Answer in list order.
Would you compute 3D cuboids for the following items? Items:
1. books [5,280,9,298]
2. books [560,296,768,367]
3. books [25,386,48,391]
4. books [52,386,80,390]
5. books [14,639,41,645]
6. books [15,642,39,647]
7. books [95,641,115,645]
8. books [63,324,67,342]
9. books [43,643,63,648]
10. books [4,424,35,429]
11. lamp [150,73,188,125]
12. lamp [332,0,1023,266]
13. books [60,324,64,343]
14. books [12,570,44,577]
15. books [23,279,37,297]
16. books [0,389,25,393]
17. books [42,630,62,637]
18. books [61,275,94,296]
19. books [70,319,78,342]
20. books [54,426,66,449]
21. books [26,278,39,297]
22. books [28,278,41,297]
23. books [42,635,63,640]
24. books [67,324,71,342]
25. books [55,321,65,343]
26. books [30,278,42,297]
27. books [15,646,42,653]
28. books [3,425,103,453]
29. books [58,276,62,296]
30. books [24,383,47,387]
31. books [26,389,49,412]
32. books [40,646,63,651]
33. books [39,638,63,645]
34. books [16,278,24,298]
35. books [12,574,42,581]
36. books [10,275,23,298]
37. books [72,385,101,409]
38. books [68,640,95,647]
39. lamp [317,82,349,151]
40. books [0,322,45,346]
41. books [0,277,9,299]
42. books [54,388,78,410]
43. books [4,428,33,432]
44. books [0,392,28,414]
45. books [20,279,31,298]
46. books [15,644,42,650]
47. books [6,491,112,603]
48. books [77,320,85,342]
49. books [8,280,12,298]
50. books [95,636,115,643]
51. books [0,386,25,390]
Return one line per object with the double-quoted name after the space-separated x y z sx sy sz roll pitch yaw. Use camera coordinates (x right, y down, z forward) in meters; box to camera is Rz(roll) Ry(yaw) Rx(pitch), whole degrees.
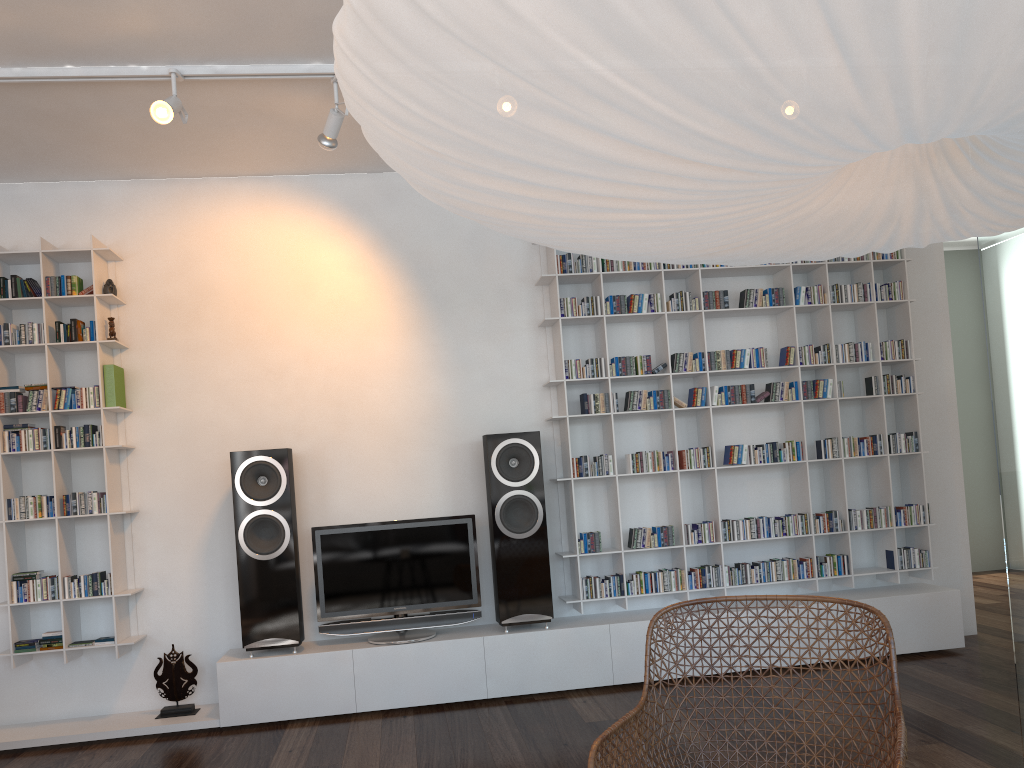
-2.452 -0.454 4.318 0.014 0.092 0.070 -4 -3 -8 "books"
0.815 -0.266 4.758 1.123 0.430 0.102 -4 -2 -8 "books"
-2.309 0.023 4.321 0.107 0.017 0.069 -3 -6 -8 "books"
-2.190 0.022 4.342 0.107 0.008 0.069 -3 -6 -8 "books"
-2.332 1.244 4.271 0.107 0.009 0.069 -3 -6 -8 "books"
-2.336 1.254 4.268 0.092 0.015 0.070 -3 -6 -8 "books"
-1.982 1.263 4.328 0.092 0.013 0.070 -3 -6 -8 "books"
-2.184 -0.243 4.345 0.014 0.092 0.070 -4 -3 -8 "books"
-2.212 1.260 4.285 0.092 0.013 0.070 -3 -6 -8 "books"
-2.415 0.211 4.341 0.111 0.022 0.096 -3 -6 -8 "books"
-1.302 -1.073 3.359 0.085 0.238 0.252 -4 -4 -2 "lamp"
0.520 -0.351 1.149 1.475 0.209 1.471 -7 -7 29 "lamp"
-2.198 -0.242 4.344 0.014 0.092 0.070 -4 -3 -8 "books"
-2.358 0.924 4.314 0.111 0.012 0.093 -3 -6 -8 "books"
-2.353 -0.460 4.330 0.046 0.091 0.070 -4 -3 -8 "books"
-2.437 0.037 4.314 0.092 0.013 0.070 -3 -6 -8 "books"
-2.216 1.209 4.288 0.092 0.013 0.070 -3 -6 -8 "books"
-2.137 -0.477 4.389 0.160 0.110 0.102 -4 -4 -8 "books"
-2.144 -0.258 4.351 0.029 0.115 0.074 -4 -3 -8 "books"
-2.214 0.265 4.338 0.029 0.115 0.074 -4 -3 -8 "books"
-2.337 -0.465 4.333 0.057 0.098 0.069 -4 -3 -8 "books"
-2.328 -0.465 4.335 0.057 0.098 0.069 -4 -3 -8 "books"
-2.214 1.223 4.287 0.092 0.013 0.070 -3 -6 -8 "books"
-2.167 -0.245 4.346 0.020 0.093 0.070 -4 -3 -8 "books"
-2.216 -0.249 4.338 0.023 0.107 0.069 -4 -3 -8 "books"
-2.319 -0.466 4.336 0.057 0.098 0.069 -4 -3 -8 "books"
-2.333 1.281 4.268 0.098 0.015 0.075 -3 -6 -8 "books"
-2.236 0.269 4.353 0.467 0.112 0.123 -3 -4 -8 "books"
-2.220 -0.470 4.362 0.012 0.107 0.069 -4 -3 -8 "books"
-2.310 0.010 4.330 0.111 0.014 0.093 -3 -6 -8 "books"
-2.309 0.086 4.334 0.114 0.107 0.096 -4 -4 -8 "books"
-2.218 1.276 4.287 0.107 0.016 0.069 -3 -6 -8 "books"
-2.220 1.242 4.283 0.107 0.023 0.069 -3 -5 -8 "books"
-2.396 -0.462 4.324 0.019 0.099 0.075 -4 -3 -8 "books"
-2.355 0.940 4.296 0.107 0.023 0.069 -3 -5 -8 "books"
-2.420 -0.468 4.323 0.029 0.115 0.074 -4 -3 -8 "books"
-2.086 0.070 4.371 0.136 0.112 0.123 -4 -4 -8 "books"
-2.099 1.271 4.335 0.111 0.012 0.093 -3 -6 -8 "books"
-0.708 -1.093 3.588 0.085 0.239 0.252 -2 -4 -42 "lamp"
-2.388 -0.238 4.346 0.221 0.112 0.109 -4 -4 -8 "books"
-2.471 -0.461 4.313 0.023 0.107 0.069 -4 -3 -8 "books"
-2.193 0.079 4.346 0.088 0.107 0.096 -4 -3 -8 "books"
-2.412 0.227 4.337 0.111 0.012 0.093 -3 -6 -8 "books"
-2.430 0.096 4.318 0.101 0.104 0.096 -4 -4 -8 "books"
-2.377 -0.459 4.328 0.028 0.093 0.070 -4 -3 -8 "books"
-2.334 1.267 4.269 0.092 0.014 0.070 -3 -6 -8 "books"
-2.198 0.792 4.334 0.469 0.509 0.123 -4 -2 -8 "books"
-2.121 -0.255 4.356 0.016 0.107 0.069 -4 -3 -8 "books"
-2.439 -0.455 4.320 0.014 0.092 0.070 -4 -3 -8 "books"
-1.979 1.249 4.325 0.093 0.013 0.070 -4 -6 -2 "books"
-2.434 0.023 4.311 0.093 0.013 0.070 -4 -6 -2 "books"
